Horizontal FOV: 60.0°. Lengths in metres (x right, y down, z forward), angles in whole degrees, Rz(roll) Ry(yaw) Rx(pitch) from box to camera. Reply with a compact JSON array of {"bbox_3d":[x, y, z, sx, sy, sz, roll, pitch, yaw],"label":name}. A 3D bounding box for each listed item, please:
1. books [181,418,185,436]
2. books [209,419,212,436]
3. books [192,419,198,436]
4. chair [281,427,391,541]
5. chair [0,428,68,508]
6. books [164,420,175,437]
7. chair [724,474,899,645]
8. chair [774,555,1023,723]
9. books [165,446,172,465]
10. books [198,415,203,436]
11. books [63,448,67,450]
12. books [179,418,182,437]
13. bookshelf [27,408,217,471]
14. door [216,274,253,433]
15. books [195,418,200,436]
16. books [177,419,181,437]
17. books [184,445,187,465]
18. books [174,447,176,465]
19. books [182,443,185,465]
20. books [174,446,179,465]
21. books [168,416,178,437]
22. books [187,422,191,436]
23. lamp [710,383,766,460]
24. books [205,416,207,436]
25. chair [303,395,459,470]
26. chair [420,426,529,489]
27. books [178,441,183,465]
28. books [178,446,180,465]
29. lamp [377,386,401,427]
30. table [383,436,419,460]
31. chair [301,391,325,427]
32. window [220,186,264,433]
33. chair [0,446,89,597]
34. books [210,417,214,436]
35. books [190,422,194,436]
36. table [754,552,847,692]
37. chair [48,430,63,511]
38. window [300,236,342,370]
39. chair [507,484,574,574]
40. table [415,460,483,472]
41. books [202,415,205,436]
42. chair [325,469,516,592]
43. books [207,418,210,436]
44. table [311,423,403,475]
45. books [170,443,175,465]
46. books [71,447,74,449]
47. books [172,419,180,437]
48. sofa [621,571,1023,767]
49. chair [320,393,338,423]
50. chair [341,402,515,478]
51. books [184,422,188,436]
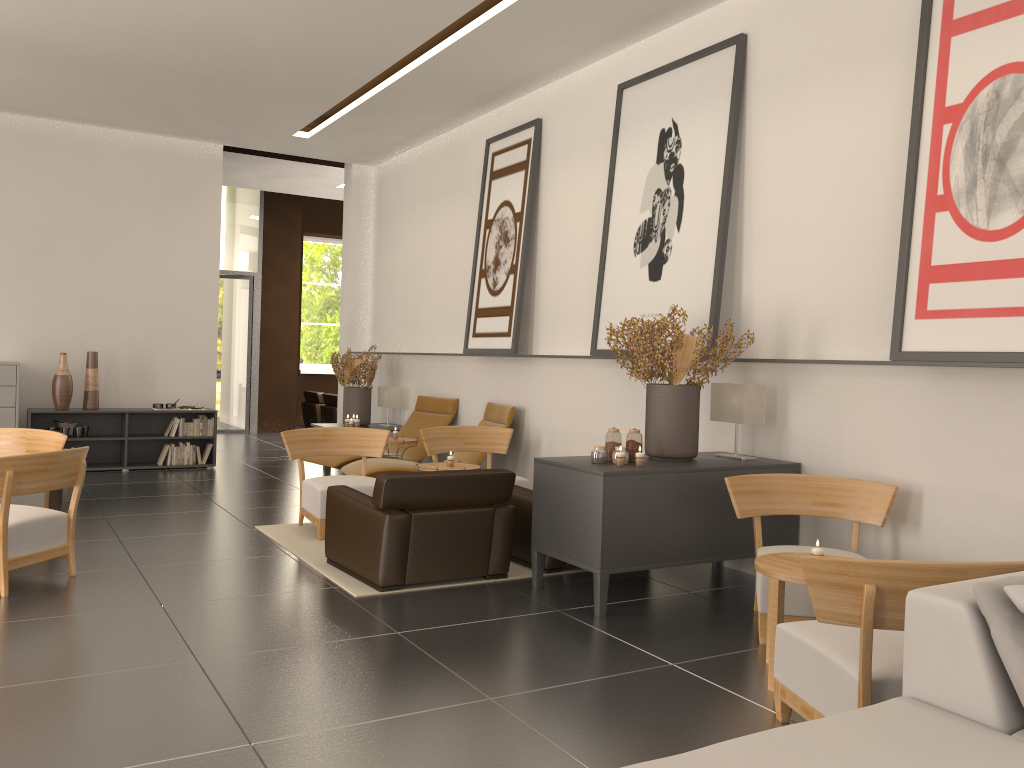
[{"bbox_3d":[-6.082,0.791,16.340,0.054,0.329,0.187,2,1,-30],"label":"books"},{"bbox_3d":[-5.650,0.810,16.570,0.048,0.305,0.226,2,1,-30],"label":"books"},{"bbox_3d":[-5.875,0.804,16.428,0.054,0.311,0.244,2,1,-30],"label":"books"},{"bbox_3d":[-2.076,1.188,10.974,1.451,1.226,1.151,1,1,-30],"label":"chair"},{"bbox_3d":[-5.631,1.126,9.508,1.452,1.226,1.151,2,1,10],"label":"chair"},{"bbox_3d":[-6.262,0.809,16.197,0.142,0.289,0.252,1,1,-30],"label":"books"},{"bbox_3d":[2.517,1.431,7.391,1.452,1.226,1.151,2,1,10],"label":"chair"},{"bbox_3d":[2.171,1.482,4.968,1.452,1.226,1.151,2,1,-5],"label":"chair"},{"bbox_3d":[-6.282,1.301,16.226,0.071,0.344,0.265,2,1,-30],"label":"books"},{"bbox_3d":[-5.800,0.769,16.477,0.039,0.384,0.232,2,1,-30],"label":"books"},{"bbox_3d":[-7.754,1.285,15.374,0.054,0.329,0.187,2,1,-30],"label":"books"},{"bbox_3d":[-6.098,0.794,16.291,0.019,0.324,0.254,2,1,-30],"label":"books"},{"bbox_3d":[-6.993,0.995,15.986,3.079,1.079,0.740,1,1,-30],"label":"bookshelf"},{"bbox_3d":[-8.227,-0.819,23.740,2.377,4.268,0.100,2,0,-15],"label":"door"},{"bbox_3d":[-5.835,0.801,16.456,0.039,0.318,0.236,2,1,-30],"label":"books"},{"bbox_3d":[-6.119,0.803,16.288,0.017,0.305,0.239,2,1,-30],"label":"books"},{"bbox_3d":[-6.043,1.308,16.375,0.041,0.335,0.248,2,1,-30],"label":"books"},{"bbox_3d":[-6.211,1.312,16.275,0.018,0.321,0.252,2,1,-30],"label":"books"},{"bbox_3d":[-6.085,1.286,16.366,0.041,0.377,0.221,2,1,-30],"label":"books"},{"bbox_3d":[-6.177,1.310,16.292,0.057,0.328,0.257,2,1,-30],"label":"books"},{"bbox_3d":[-6.214,0.778,16.234,0.138,0.354,0.236,1,1,-30],"label":"books"},{"bbox_3d":[-5.991,0.832,16.405,0.054,0.249,0.167,2,1,-30],"label":"books"},{"bbox_3d":[2.292,0.377,9.033,0.257,0.757,0.514,1,1,-30],"label":"lamp"},{"bbox_3d":[-5.728,0.783,16.533,0.039,0.358,0.210,2,1,-30],"label":"books"},{"bbox_3d":[-2.203,0.962,14.912,2.420,1.486,1.300,1,1,-40],"label":"chair"},{"bbox_3d":[-0.472,1.214,11.913,1.451,1.226,1.151,1,1,-30],"label":"chair"},{"bbox_3d":[-6.114,1.272,16.343,0.031,0.406,0.231,2,1,-30],"label":"books"},{"bbox_3d":[-6.143,1.311,16.307,0.016,0.328,0.265,2,1,-30],"label":"books"},{"bbox_3d":[-2.362,0.433,16.992,0.257,0.756,0.514,1,1,-30],"label":"lamp"},{"bbox_3d":[-1.883,1.292,13.971,0.798,0.904,0.797,2,1,37],"label":"table"},{"bbox_3d":[-5.381,0.768,26.524,1.499,1.076,1.538,1,1,-30],"label":"chair"},{"bbox_3d":[-11.296,-2.415,21.547,10.307,7.380,0.100,1,1,-30],"label":"window"},{"bbox_3d":[-4.654,1.192,8.109,1.151,1.226,1.452,2,1,15],"label":"chair"},{"bbox_3d":[-5.612,0.795,16.576,0.022,0.338,0.253,2,1,-30],"label":"books"},{"bbox_3d":[-5.943,0.833,16.433,0.054,0.249,0.167,2,1,-30],"label":"books"},{"bbox_3d":[2.119,1.662,6.146,0.869,0.803,0.870,1,1,-38],"label":"table"},{"bbox_3d":[-6.681,1.108,11.564,1.537,1.076,1.500,1,1,-30],"label":"chair"},{"bbox_3d":[-3.465,-3.930,19.179,99.100,20.579,48.645,1,2,-30],"label":"window"},{"bbox_3d":[0.628,1.377,9.851,1.537,1.076,1.500,1,1,-30],"label":"chair"},{"bbox_3d":[-0.770,1.399,10.583,0.797,0.904,0.797,2,1,-8],"label":"table"},{"bbox_3d":[-5.756,0.768,16.510,0.029,0.385,0.220,2,1,-30],"label":"books"},{"bbox_3d":[-0.914,1.353,8.948,1.537,1.076,1.500,1,1,-30],"label":"chair"},{"bbox_3d":[-5.685,0.806,16.538,0.039,0.312,0.246,2,1,-30],"label":"books"},{"bbox_3d":[-2.788,1.221,16.761,1.600,0.840,1.601,1,1,-30],"label":"table"},{"bbox_3d":[-6.237,1.284,16.261,0.041,0.377,0.248,2,1,-30],"label":"books"},{"bbox_3d":[-7.596,1.276,15.437,0.138,0.354,0.236,1,1,-30],"label":"books"},{"bbox_3d":[-6.179,0.795,16.245,0.130,0.322,0.252,1,1,-30],"label":"books"},{"bbox_3d":[3.591,1.609,1.773,5.524,1.204,5.607,1,2,-30],"label":"sofa"},{"bbox_3d":[-4.479,0.835,24.982,1.499,1.076,1.538,1,1,-30],"label":"chair"},{"bbox_3d":[-1.267,1.032,13.310,2.421,1.486,1.300,1,1,-20],"label":"chair"},{"bbox_3d":[-6.039,0.831,16.377,0.054,0.249,0.167,2,1,-30],"label":"books"}]
